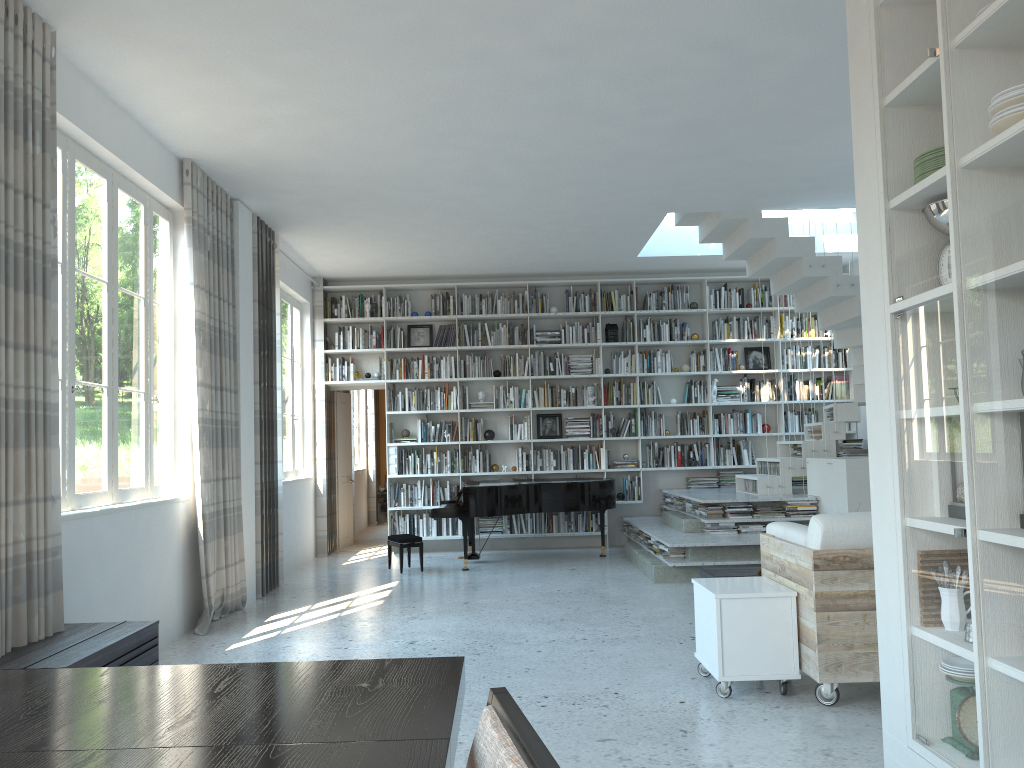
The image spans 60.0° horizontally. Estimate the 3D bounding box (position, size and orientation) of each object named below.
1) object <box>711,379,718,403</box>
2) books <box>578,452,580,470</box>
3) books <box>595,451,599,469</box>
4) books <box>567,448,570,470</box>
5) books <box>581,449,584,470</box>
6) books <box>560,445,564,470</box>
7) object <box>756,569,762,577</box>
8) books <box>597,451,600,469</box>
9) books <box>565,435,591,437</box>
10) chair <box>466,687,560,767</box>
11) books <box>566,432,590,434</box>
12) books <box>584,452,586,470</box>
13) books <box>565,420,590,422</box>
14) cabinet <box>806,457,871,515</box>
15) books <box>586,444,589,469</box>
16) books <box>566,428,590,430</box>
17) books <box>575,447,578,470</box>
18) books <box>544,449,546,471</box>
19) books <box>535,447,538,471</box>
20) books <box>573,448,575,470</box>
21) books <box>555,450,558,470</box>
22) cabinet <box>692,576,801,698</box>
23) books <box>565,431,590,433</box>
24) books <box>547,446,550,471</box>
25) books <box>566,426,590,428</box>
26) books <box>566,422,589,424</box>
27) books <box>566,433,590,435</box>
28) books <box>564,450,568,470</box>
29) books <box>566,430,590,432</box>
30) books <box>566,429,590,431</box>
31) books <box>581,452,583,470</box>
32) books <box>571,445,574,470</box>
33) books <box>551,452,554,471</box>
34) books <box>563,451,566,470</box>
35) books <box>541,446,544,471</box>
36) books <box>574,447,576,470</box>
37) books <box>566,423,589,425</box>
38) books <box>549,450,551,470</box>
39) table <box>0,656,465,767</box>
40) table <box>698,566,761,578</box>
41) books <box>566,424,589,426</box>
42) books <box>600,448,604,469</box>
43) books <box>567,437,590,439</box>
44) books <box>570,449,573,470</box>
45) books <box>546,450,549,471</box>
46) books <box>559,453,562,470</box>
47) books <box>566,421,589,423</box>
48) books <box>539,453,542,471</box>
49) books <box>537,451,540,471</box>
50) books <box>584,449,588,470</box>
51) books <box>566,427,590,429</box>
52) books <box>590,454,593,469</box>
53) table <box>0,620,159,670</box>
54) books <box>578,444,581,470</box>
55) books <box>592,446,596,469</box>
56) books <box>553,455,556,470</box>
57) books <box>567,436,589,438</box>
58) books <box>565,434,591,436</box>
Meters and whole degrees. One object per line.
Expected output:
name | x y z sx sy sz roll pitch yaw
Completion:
object | 2.365 0.082 10.361 0.087 0.288 0.075 -4 -4 34
books | 0.780 0.908 10.462 0.021 0.202 0.128 -2 -4 -1
books | 0.997 0.896 10.447 0.042 0.212 0.169 -2 -4 -1
books | 0.668 0.886 10.474 0.025 0.254 0.136 -2 -4 -1
books | 0.834 0.891 10.461 0.014 0.235 0.154 -2 -4 -1
books | 0.587 0.869 10.457 0.026 0.291 0.152 -2 -4 -1
object | 1.806 1.371 6.406 0.082 0.085 0.082 -2 -4 14
books | 1.023 0.894 10.449 0.011 0.216 0.166 -2 -4 -1
books | 0.778 0.613 10.471 0.285 0.012 0.159 -1 -4 -6
chair | -0.238 0.897 1.228 0.570 0.782 0.480 -1 -4 -11
books | 0.777 0.577 10.474 0.254 0.012 0.161 -1 -4 -6
books | 0.853 0.904 10.449 0.023 0.204 0.167 -2 -4 -1
books | 0.773 0.433 10.489 0.285 0.012 0.159 -2 -4 1
cabinet | 3.124 1.011 8.121 0.551 0.667 0.993 -2 -4 -1
books | 0.894 0.860 10.464 0.014 0.293 0.137 -2 -4 -1
books | 0.776 0.530 10.476 0.285 0.012 0.159 -2 -4 4
books | 0.755 0.877 10.448 0.028 0.264 0.161 -2 -4 -1
books | 0.384 0.897 10.465 0.024 0.247 0.132 -2 -4 -1
books | 0.289 0.884 10.451 0.011 0.275 0.146 -2 -4 -1
books | 0.726 0.885 10.465 0.011 0.251 0.158 -2 -4 -1
books | 0.524 0.896 10.444 0.029 0.237 0.166 -2 -4 -1
cabinet | 1.124 1.222 4.310 0.380 0.486 0.503 -2 -4 -1
books | 0.777 0.567 10.486 0.285 0.012 0.159 -2 -4 -1
books | 0.429 0.877 10.445 0.013 0.282 0.166 -2 -4 -1
books | 0.776 0.506 10.478 0.285 0.012 0.159 -2 -4 4
books | 0.774 0.458 10.485 0.254 0.012 0.161 -1 -4 -4
books | 0.778 0.589 10.473 0.285 0.012 0.159 -2 -4 4
books | 0.640 0.895 10.458 0.031 0.237 0.159 -2 -4 -1
books | 0.777 0.554 10.484 0.285 0.012 0.159 -2 -4 0
books | 0.776 0.542 10.483 0.285 0.012 0.159 -2 -4 1
books | 0.815 0.904 10.449 0.024 0.207 0.183 -2 -4 -1
books | 0.713 0.869 10.473 0.014 0.286 0.134 -2 -4 -1
books | 0.470 0.908 10.440 0.023 0.217 0.174 -2 -4 -1
books | 0.613 0.904 10.464 0.025 0.220 0.140 -2 -4 -1
books | 0.358 0.876 10.471 0.027 0.290 0.141 -2 -4 -1
books | 0.736 0.880 10.455 0.010 0.261 0.181 -2 -4 -1
books | 0.775 0.470 10.482 0.254 0.012 0.161 -1 -4 -5
books | 0.447 0.896 10.463 0.021 0.244 0.141 -2 -4 -1
table | -0.624 0.904 0.835 1.086 0.735 2.201 -2 -4 -1
table | 2.104 1.483 6.355 1.270 0.218 1.258 -2 -4 -1
books | 0.775 0.482 10.484 0.254 0.012 0.161 -1 -4 -4
books | 1.056 0.878 10.444 0.033 0.246 0.176 -2 -4 -1
books | 0.779 0.637 10.473 0.254 0.012 0.161 -1 -4 -5
books | 0.693 0.888 10.447 0.026 0.245 0.191 -2 -4 -1
books | 0.410 0.896 10.447 0.027 0.245 0.179 -2 -4 -1
books | 0.564 0.916 10.441 0.023 0.196 0.165 -2 -4 -1
books | 0.774 0.445 10.484 0.254 0.012 0.161 -1 -4 -5
books | 0.334 0.917 10.452 0.024 0.208 0.170 -2 -4 -1
books | 0.308 0.904 10.440 0.027 0.234 0.167 -2 -4 -1
books | 0.876 0.889 10.450 0.023 0.234 0.175 -2 -4 -1
books | 0.776 0.518 10.477 0.254 0.012 0.161 -1 -4 -6
books | 0.928 0.913 10.444 0.023 0.183 0.169 -2 -4 -1
table | -1.943 1.311 3.780 0.523 0.415 0.926 -2 -4 -1
books | 0.796 0.860 10.454 0.012 0.296 0.178 -2 -4 -1
books | 0.961 0.868 10.459 0.026 0.272 0.175 -2 -4 -1
books | 0.496 0.924 10.435 0.029 0.183 0.174 -2 -4 -1
books | 0.779 0.626 10.478 0.254 0.012 0.161 -2 -4 1
books | 0.778 0.602 10.482 0.285 0.012 0.159 -1 -4 -2
